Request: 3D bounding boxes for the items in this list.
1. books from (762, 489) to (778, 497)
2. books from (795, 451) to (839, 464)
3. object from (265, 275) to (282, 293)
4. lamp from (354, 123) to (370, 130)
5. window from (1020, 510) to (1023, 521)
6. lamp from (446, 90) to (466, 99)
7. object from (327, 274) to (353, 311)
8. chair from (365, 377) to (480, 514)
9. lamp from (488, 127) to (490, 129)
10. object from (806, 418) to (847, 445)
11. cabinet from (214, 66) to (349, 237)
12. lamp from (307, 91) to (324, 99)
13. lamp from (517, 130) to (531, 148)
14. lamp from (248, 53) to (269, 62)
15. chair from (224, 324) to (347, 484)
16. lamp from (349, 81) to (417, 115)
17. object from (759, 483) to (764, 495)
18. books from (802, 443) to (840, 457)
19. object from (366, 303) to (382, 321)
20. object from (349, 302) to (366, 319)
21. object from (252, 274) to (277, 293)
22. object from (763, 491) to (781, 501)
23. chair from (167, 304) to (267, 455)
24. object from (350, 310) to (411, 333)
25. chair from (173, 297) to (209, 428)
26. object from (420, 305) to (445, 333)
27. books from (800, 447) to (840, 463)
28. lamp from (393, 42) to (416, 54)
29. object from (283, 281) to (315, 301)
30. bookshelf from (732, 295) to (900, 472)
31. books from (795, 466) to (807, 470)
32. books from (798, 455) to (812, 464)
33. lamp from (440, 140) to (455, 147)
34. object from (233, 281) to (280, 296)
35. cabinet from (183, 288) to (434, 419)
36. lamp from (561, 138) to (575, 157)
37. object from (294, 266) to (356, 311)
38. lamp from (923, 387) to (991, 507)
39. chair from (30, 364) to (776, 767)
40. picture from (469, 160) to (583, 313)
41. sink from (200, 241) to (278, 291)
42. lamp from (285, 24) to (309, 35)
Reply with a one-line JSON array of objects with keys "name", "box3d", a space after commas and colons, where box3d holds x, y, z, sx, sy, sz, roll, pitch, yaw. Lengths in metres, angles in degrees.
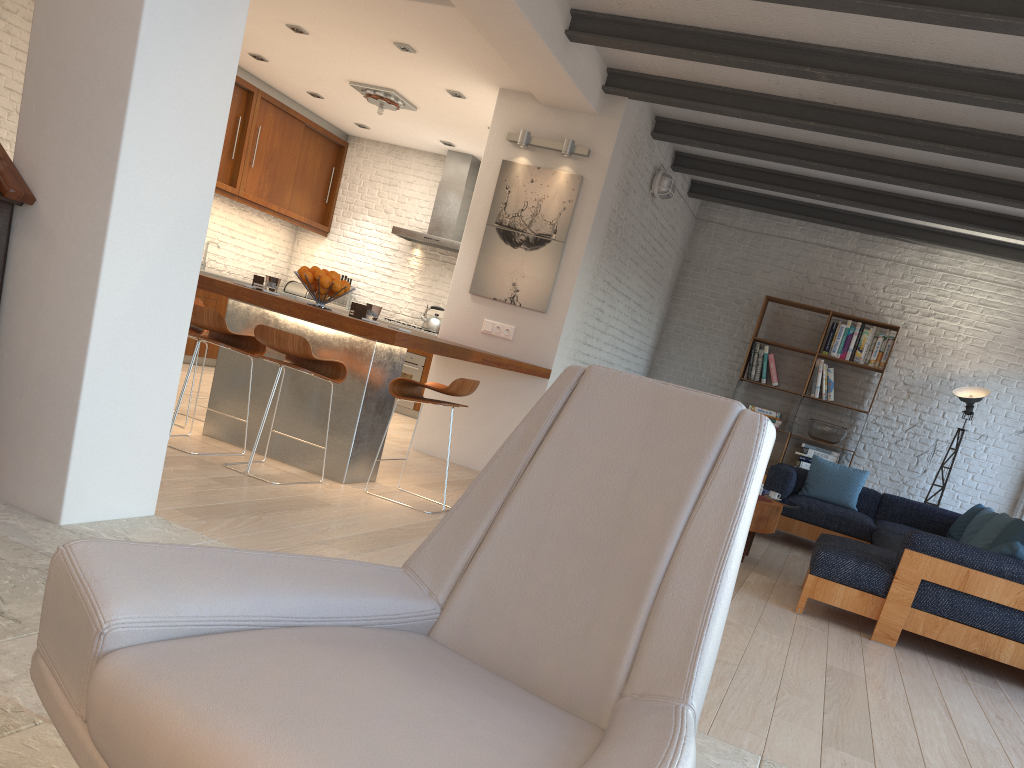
[{"name": "books", "box3d": [2.089, 0.893, 7.293, 0.235, 0.023, 0.157, 15, 3, -23]}, {"name": "books", "box3d": [3.146, 0.768, 8.978, 0.437, 0.021, 0.271, 16, 2, 19]}, {"name": "object", "box3d": [-1.402, -0.583, 5.096, 0.090, 0.087, 0.090, 17, 7, 16]}, {"name": "lamp", "box3d": [-1.591, -2.765, 9.286, 0.121, 0.056, 0.123, 17, 4, 19]}, {"name": "window", "box3d": [3.605, -1.394, 2.062, 0.635, 6.551, 12.276, 20, 5, 21]}, {"name": "lamp", "box3d": [-0.446, -2.358, 7.039, 0.121, 0.056, 0.123, 17, 4, 19]}, {"name": "object", "box3d": [-1.992, -1.080, 10.161, 0.316, 0.385, 0.065, 18, 12, 18]}, {"name": "chair", "box3d": [-0.480, 0.305, 4.981, 0.415, 0.795, 0.400, 19, 10, 19]}, {"name": "lamp", "box3d": [-0.135, -2.302, 7.869, 0.121, 0.056, 0.123, 17, 4, 19]}, {"name": "object", "box3d": [3.216, 0.501, 8.950, 0.407, 0.207, 0.388, 13, 5, -29]}, {"name": "cabinet", "box3d": [-2.788, -2.447, 8.633, 0.453, 1.188, 3.327, 19, 4, 21]}, {"name": "lamp", "box3d": [-1.902, -2.820, 8.458, 0.121, 0.056, 0.123, 17, 4, 19]}, {"name": "lamp", "box3d": [0.088, -1.815, 6.457, 0.081, 0.107, 0.077, 8, 11, -42]}, {"name": "lamp", "box3d": [-2.214, -2.875, 7.628, 0.121, 0.056, 0.123, 17, 4, 19]}, {"name": "chair", "box3d": [-1.214, 0.111, 4.662, 0.398, 0.795, 0.417, 19, 10, 19]}, {"name": "lamp", "box3d": [-1.156, -2.480, 7.746, 0.442, 0.175, 0.448, 17, 4, 19]}, {"name": "object", "box3d": [1.884, 0.812, 6.743, 0.105, 0.111, 0.108, 20, 9, 35]}, {"name": "books", "box3d": [3.178, 0.678, 8.970, 0.373, 0.037, 0.243, 16, 2, 19]}, {"name": "object", "box3d": [-0.783, -0.402, 4.902, 0.088, 0.087, 0.091, 20, 8, 34]}, {"name": "object", "box3d": [-0.872, -0.417, 5.013, 0.095, 0.084, 0.110, 12, 6, -26]}, {"name": "object", "box3d": [-1.477, -0.595, 5.220, 0.112, 0.084, 0.093, 17, 7, 19]}, {"name": "object", "box3d": [2.061, 0.884, 6.882, 0.153, 0.058, 0.267, 16, 3, 13]}, {"name": "chair", "box3d": [-1.698, -0.030, 4.824, 0.398, 0.795, 0.417, 19, 10, 19]}, {"name": "object", "box3d": [-0.777, -0.363, 4.940, 0.387, 0.035, 0.198, 17, 3, 22]}, {"name": "chair", "box3d": [-2.013, -0.144, 5.492, 0.415, 0.795, 0.400, 19, 10, 19]}, {"name": "object", "box3d": [-0.825, -0.703, 9.441, 0.253, 0.282, 0.265, 22, 10, 40]}, {"name": "books", "box3d": [3.171, 0.730, 8.983, 0.375, 0.066, 0.242, 16, 3, 13]}, {"name": "lamp", "box3d": [-0.758, -2.413, 6.209, 0.121, 0.056, 0.123, 17, 4, 19]}, {"name": "object", "box3d": [-2.481, -1.109, 10.289, 0.339, 0.163, 0.249, 17, 5, 19]}, {"name": "bookshelf", "box3d": [2.930, 0.354, 9.003, 1.296, 2.260, 0.360, 18, 12, 18]}, {"name": "books", "box3d": [3.109, 0.923, 9.025, 0.355, 0.057, 0.282, 17, 3, 21]}, {"name": "books", "box3d": [3.116, 0.800, 8.979, 0.322, 0.057, 0.252, 16, 3, 14]}, {"name": "lamp", "box3d": [-0.659, -2.492, 8.976, 0.121, 0.056, 0.123, 17, 4, 19]}, {"name": "object", "box3d": [-1.467, -0.565, 5.161, 0.282, 0.035, 0.204, 16, 3, 19]}, {"name": "cabinet", "box3d": [-1.749, -1.282, 8.775, 4.839, 2.907, 2.182, 14, 8, -17]}, {"name": "lamp", "box3d": [0.408, -1.722, 6.351, 0.081, 0.107, 0.077, 8, 11, -42]}, {"name": "object", "box3d": [-1.099, -0.558, 5.086, 0.370, 0.227, 0.351, 14, 5, -15]}, {"name": "lamp", "box3d": [4.230, 0.937, 8.229, 0.510, 1.893, 0.837, 14, 10, -8]}, {"name": "chair", "box3d": [-0.069, 0.436, 1.449, 0.995, 1.042, 0.978, 21, 9, 36]}, {"name": "picture", "box3d": [0.094, -1.116, 6.596, 0.644, 1.042, 0.020, 18, 12, 17]}, {"name": "sink", "box3d": [-2.902, -1.199, 9.216, 0.508, 0.439, 0.854, 18, 5, 20]}, {"name": "lamp", "box3d": [-1.593, -2.658, 6.488, 0.121, 0.056, 0.123, 17, 4, 19]}]
